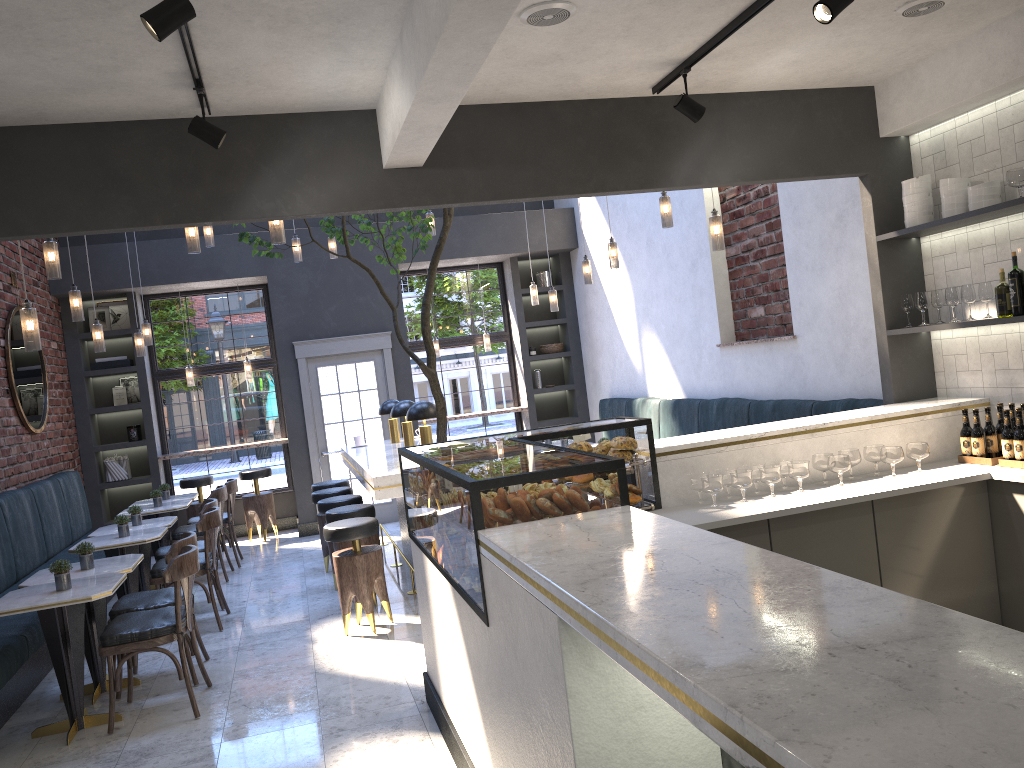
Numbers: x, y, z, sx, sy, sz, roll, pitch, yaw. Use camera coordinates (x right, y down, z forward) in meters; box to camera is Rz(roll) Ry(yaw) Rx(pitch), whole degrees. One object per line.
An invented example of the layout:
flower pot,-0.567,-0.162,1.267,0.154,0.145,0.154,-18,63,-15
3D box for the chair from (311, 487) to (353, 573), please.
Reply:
chair,-1.576,1.318,7.986,0.370,0.737,0.372,-8,2,-24

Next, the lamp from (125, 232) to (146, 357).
lamp,-3.667,-2.291,8.116,0.078,4.106,0.078,-8,2,-29

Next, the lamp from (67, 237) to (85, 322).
lamp,-3.364,-2.489,6.312,0.078,4.106,0.078,-7,2,-7

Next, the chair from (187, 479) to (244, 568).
chair,-2.967,1.412,8.871,0.521,0.851,0.497,-7,2,-15

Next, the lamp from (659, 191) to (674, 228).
lamp,0.861,-3.153,6.262,0.078,4.106,0.078,-8,2,-29

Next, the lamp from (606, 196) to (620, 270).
lamp,0.608,-2.996,7.327,0.078,4.106,0.078,-6,2,38

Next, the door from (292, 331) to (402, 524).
door,-1.830,0.557,10.294,1.131,2.219,0.152,-7,2,-14

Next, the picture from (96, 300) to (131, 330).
picture,-4.616,-0.784,10.316,0.361,0.369,0.055,-7,2,-14

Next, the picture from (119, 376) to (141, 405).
picture,-4.447,0.076,10.366,0.247,0.326,0.044,-7,2,-14

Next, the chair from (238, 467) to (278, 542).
chair,-2.931,1.398,10.279,0.371,0.821,0.371,-6,2,38

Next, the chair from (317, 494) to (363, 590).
chair,-1.375,1.306,7.322,0.372,0.737,0.370,-6,2,29

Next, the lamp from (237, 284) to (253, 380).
lamp,-3.199,-0.764,10.490,0.078,1.429,0.078,-6,2,38

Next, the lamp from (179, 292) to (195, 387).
lamp,-3.831,-0.684,10.329,0.078,1.429,0.078,-7,2,16

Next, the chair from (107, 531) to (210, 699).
chair,-2.146,1.377,5.405,0.521,0.851,0.538,-7,2,-13

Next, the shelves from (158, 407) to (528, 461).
shelves,-1.959,0.583,10.809,4.401,0.043,0.384,-7,1,-14

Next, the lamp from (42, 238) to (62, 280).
lamp,-2.969,-2.663,5.214,0.078,4.106,0.078,-8,2,-29

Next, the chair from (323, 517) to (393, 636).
chair,-1.038,1.290,5.960,0.372,0.737,0.370,-6,2,29

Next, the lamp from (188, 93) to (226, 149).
lamp,-1.305,-1.119,3.779,0.157,0.238,0.087,-8,2,-20

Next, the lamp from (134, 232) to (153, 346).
lamp,-3.825,-2.416,8.668,0.078,4.106,0.078,-8,2,-29

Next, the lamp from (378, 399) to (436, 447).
lamp,-0.769,-1.030,3.753,4.180,3.257,8.838,-8,1,-31

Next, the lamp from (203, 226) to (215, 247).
lamp,-2.943,-3.265,7.857,0.078,4.106,0.078,-8,2,-29

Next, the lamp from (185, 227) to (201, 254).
lamp,-2.268,-2.870,5.580,0.078,4.106,0.078,-7,2,16

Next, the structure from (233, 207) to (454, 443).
structure,-0.803,-1.390,6.412,3.746,5.990,2.804,-6,2,29

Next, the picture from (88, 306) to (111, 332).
picture,-4.763,-0.739,10.242,0.230,0.313,0.061,-7,2,-14

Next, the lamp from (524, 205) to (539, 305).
lamp,0.010,-2.907,9.700,0.078,4.106,0.078,-8,2,-29

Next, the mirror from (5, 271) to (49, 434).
mirror,-4.053,-0.310,6.468,0.036,1.510,4.773,-7,1,-14

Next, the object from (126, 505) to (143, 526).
object,-2.987,1.041,7.040,0.118,0.165,0.123,-8,2,-37

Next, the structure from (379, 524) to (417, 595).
structure,-0.720,1.488,7.431,0.496,0.210,3.498,-7,1,-14

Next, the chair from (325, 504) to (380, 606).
chair,-1.170,1.293,6.653,0.372,0.737,0.370,-7,2,13

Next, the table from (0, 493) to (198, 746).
table,-0.961,1.249,7.256,4.598,0.751,4.830,-7,1,-14

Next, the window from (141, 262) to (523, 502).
window,-0.757,-1.511,5.025,6.403,5.366,12.710,-7,1,-14

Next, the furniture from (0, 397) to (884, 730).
furniture,-0.995,1.050,7.293,6.019,1.151,5.341,-7,1,-14

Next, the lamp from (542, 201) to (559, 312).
lamp,0.190,-2.783,9.060,0.078,4.106,0.078,-8,2,-29

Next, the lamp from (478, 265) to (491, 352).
lamp,-0.388,-1.123,11.209,0.078,1.429,0.078,-7,2,16

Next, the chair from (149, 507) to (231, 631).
chair,-2.385,1.384,6.585,0.521,0.851,0.538,-7,2,-13

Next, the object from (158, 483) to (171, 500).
object,-3.427,1.062,8.764,0.118,0.165,0.123,-8,2,-37

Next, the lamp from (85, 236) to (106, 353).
lamp,-3.499,-2.289,6.941,0.078,4.106,0.078,-7,2,-7

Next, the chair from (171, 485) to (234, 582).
chair,-2.889,1.413,8.293,0.521,0.851,0.538,-7,2,-13

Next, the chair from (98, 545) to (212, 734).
chair,-1.945,1.363,4.860,0.521,0.851,0.538,-7,2,-13

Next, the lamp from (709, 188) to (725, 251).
lamp,1.068,-2.888,5.592,0.078,4.106,0.078,-8,2,-29

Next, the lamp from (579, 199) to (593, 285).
lamp,0.448,-2.941,7.980,0.078,4.106,0.078,-6,2,38

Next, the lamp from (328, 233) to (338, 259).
lamp,-2.090,-3.337,9.113,0.078,4.106,0.078,-8,2,-29

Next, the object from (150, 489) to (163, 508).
object,-3.283,1.055,8.200,0.118,0.165,0.123,-8,2,-37

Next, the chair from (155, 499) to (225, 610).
chair,-2.602,1.399,7.181,0.521,0.851,0.538,-8,2,-21

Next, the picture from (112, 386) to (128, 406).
picture,-4.559,0.141,10.312,0.161,0.227,0.049,-7,2,-14

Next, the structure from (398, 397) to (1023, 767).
structure,1.760,0.737,2.068,3.204,1.300,5.806,-7,1,-14

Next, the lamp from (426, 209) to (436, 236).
lamp,-1.047,-3.520,8.789,0.078,4.106,0.078,-8,2,-29

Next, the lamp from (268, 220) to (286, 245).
lamp,-1.547,-2.818,4.870,0.078,4.106,0.078,-7,2,16

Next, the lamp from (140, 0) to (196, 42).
lamp,-1.020,-1.132,2.618,0.157,0.238,0.087,-8,2,-20

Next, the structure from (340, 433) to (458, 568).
structure,-0.771,1.071,7.419,0.990,1.050,3.490,-7,1,-14

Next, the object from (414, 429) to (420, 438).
object,-0.916,0.485,8.816,0.175,0.097,0.301,-8,1,-23

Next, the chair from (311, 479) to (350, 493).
chair,-1.732,1.323,8.679,0.372,0.737,0.370,-6,2,29

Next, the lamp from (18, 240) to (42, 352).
lamp,-2.743,-2.211,4.563,0.078,4.106,0.078,-8,2,-29

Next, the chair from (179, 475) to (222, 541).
chair,-3.558,1.477,10.143,0.372,0.821,0.370,-6,2,38

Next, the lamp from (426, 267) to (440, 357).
lamp,-1.020,-1.043,11.048,0.078,1.429,0.078,-6,2,38

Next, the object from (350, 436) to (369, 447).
object,-1.489,0.558,8.636,0.176,0.098,0.204,-7,1,-9

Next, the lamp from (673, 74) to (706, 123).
lamp,0.863,-1.394,4.333,0.157,0.235,0.087,-8,2,-20

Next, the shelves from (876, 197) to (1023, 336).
shelves,2.740,-0.610,3.455,0.300,0.580,3.600,-7,1,-14

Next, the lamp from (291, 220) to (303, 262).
lamp,-2.290,-3.207,8.414,0.078,4.106,0.078,-8,2,-29

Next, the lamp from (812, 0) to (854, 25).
lamp,1.147,-1.407,3.172,0.157,0.235,0.087,-8,2,-20
